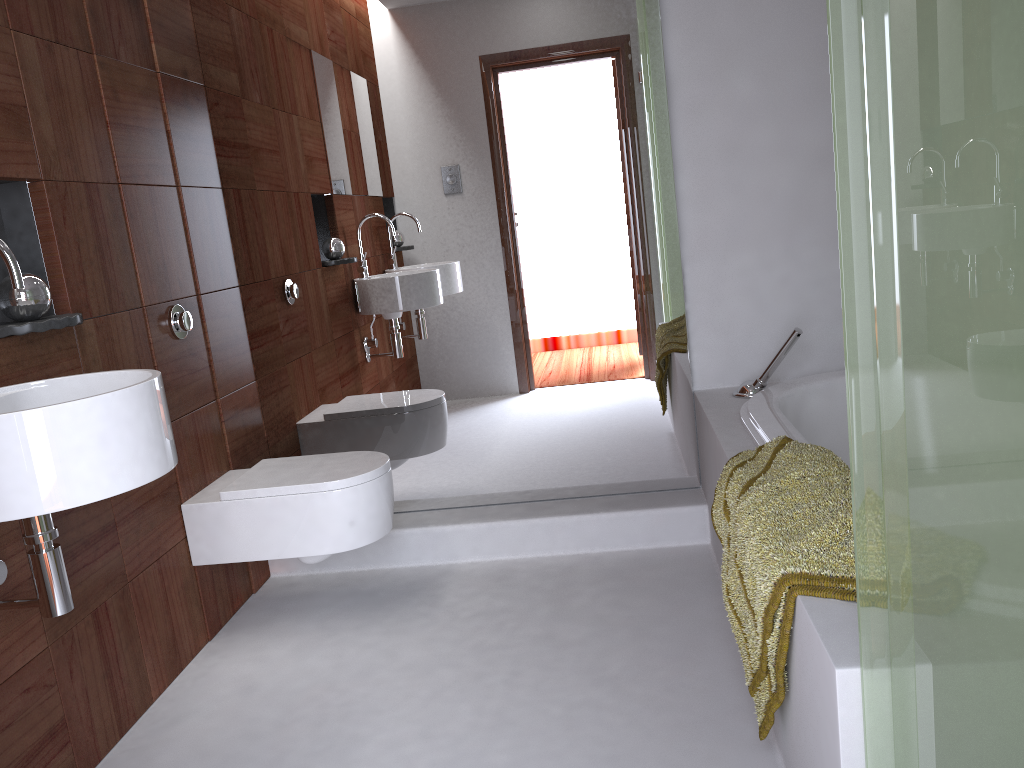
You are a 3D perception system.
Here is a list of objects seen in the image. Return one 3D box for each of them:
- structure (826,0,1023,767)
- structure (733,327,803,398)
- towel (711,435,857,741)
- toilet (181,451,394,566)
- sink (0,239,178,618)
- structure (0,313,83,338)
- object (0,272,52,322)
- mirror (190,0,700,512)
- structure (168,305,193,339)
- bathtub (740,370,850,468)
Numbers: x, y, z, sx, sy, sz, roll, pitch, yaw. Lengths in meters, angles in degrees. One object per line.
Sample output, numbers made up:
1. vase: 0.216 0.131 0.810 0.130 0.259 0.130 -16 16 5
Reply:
1. structure: 0.839 -0.178 0.600 1.015 2.079 0.765 -6 11 7
2. structure: 0.776 -0.048 2.667 0.239 0.257 0.112 1 13 37
3. towel: 0.603 0.400 1.699 0.349 0.452 0.890 -7 11 1
4. toilet: -0.602 0.384 2.560 0.547 0.284 0.329 -6 11 7
5. sink: -0.824 0.073 1.554 0.417 0.715 0.415 -6 11 7
6. structure: -1.019 -0.121 1.856 0.222 0.023 0.220 -8 11 -3
7. object: -1.074 -0.058 1.234 0.104 0.104 1.350 -6 11 7
8. mirror: -0.219 -0.659 2.799 1.433 2.183 0.019 -6 11 7
9. structure: -0.924 -0.175 2.490 0.034 0.098 0.098 -6 11 7
10. bathtub: 1.035 0.317 1.973 0.881 0.424 1.683 -6 11 7
